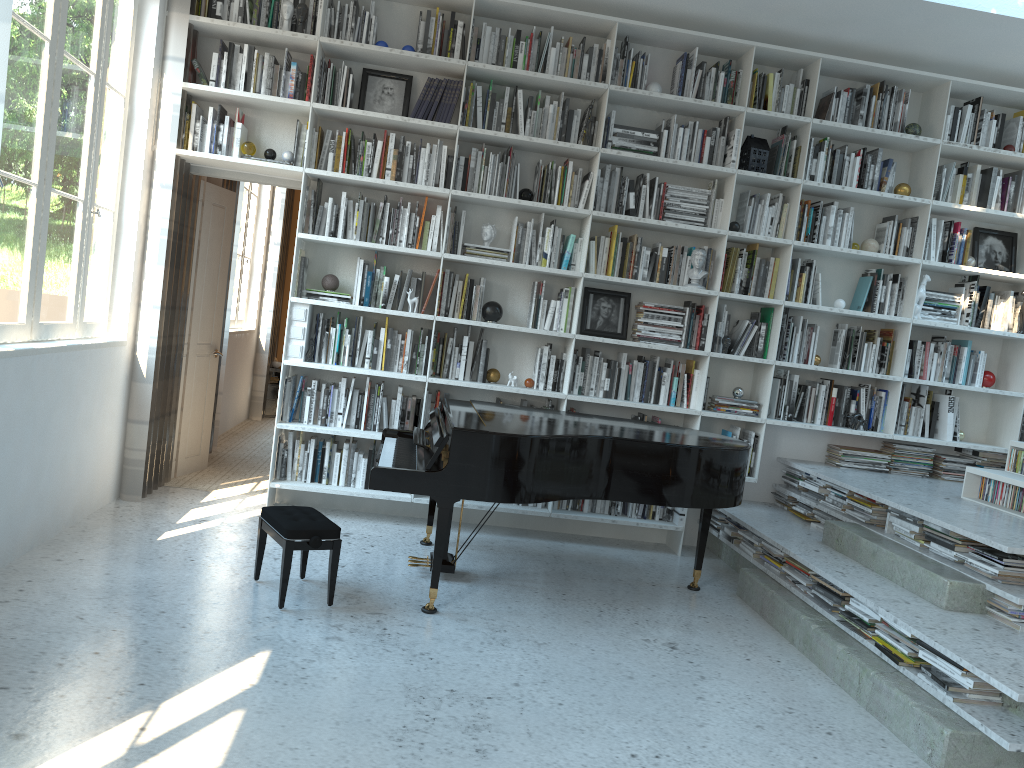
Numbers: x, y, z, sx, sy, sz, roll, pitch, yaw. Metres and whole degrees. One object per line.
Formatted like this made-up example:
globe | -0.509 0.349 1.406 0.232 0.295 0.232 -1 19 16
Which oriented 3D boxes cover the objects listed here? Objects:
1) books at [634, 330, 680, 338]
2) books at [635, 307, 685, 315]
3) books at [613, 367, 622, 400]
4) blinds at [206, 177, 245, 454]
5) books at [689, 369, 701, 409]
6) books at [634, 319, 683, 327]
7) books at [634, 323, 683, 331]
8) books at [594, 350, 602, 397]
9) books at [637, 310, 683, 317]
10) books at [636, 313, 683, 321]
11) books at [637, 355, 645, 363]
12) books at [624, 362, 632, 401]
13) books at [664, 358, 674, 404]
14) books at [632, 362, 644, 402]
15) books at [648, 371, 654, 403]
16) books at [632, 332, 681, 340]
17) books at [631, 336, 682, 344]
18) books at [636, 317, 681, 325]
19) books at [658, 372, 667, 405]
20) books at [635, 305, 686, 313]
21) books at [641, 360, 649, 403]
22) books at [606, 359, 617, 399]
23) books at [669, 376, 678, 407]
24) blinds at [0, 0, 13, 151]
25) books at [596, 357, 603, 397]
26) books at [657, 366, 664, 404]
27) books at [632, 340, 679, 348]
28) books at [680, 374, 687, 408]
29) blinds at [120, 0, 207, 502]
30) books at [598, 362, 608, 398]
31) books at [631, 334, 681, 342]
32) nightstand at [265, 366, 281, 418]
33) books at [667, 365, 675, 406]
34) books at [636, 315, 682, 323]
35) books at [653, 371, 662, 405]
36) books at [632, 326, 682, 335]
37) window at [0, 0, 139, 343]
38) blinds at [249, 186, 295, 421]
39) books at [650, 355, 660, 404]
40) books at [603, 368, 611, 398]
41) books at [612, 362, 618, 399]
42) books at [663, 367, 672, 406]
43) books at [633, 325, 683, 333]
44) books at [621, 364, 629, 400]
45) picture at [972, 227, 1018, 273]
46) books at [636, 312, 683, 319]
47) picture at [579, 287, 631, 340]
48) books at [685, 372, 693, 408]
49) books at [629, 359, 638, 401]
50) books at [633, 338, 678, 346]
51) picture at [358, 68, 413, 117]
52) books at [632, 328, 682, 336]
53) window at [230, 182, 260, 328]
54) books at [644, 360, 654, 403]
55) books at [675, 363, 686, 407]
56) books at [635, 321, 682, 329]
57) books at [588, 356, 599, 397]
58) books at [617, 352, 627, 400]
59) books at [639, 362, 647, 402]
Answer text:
books | 0.906 -0.312 5.560 0.254 0.012 0.160 7 4 -12
books | 0.924 -0.456 5.555 0.285 0.012 0.159 7 4 -5
books | 0.644 -0.008 5.548 0.023 0.196 0.165 7 4 -7
blinds | -2.148 -1.050 6.488 0.140 3.234 0.775 7 4 -7
books | 1.134 0.028 5.600 0.033 0.246 0.176 7 4 -7
books | 0.916 -0.383 5.554 0.285 0.012 0.159 7 4 -2
books | 0.912 -0.359 5.555 0.285 0.012 0.159 7 4 -2
books | 0.518 -0.067 5.533 0.013 0.282 0.166 7 4 -7
books | 0.923 -0.443 5.552 0.254 0.012 0.160 7 4 -11
books | 0.920 -0.419 5.554 0.254 0.012 0.160 7 4 -11
books | 0.795 -0.036 5.589 0.014 0.286 0.134 7 4 -7
books | 0.721 -0.019 5.570 0.031 0.237 0.158 7 4 -7
books | 0.975 -0.016 5.599 0.014 0.294 0.137 7 4 -7
books | 0.776 -0.016 5.564 0.026 0.245 0.191 7 4 -7
books | 0.856 0.014 5.591 0.021 0.203 0.128 7 4 -7
books | 0.905 -0.300 5.560 0.285 0.012 0.159 7 4 -2
books | 0.902 -0.277 5.562 0.285 0.012 0.159 7 4 -12
books | 0.917 -0.395 5.558 0.254 0.012 0.160 7 4 -4
books | 0.930 0.024 5.585 0.023 0.204 0.167 7 4 -7
books | 0.927 -0.467 5.547 0.285 0.012 0.159 7 4 -12
books | 0.818 -0.019 5.576 0.010 0.261 0.181 7 4 -7
books | 0.608 -0.033 5.544 0.029 0.238 0.165 7 4 -7
books | 1.002 0.044 5.590 0.023 0.183 0.169 7 4 -7
blinds | -1.722 -0.749 2.556 0.140 3.234 0.775 7 4 -7
books | 0.530 -0.047 5.554 0.021 0.244 0.141 7 4 -7
books | 0.912 0.005 5.594 0.014 0.235 0.154 7 4 -7
books | 0.898 -0.253 5.566 0.254 0.012 0.160 7 4 -11
books | 1.072 0.037 5.598 0.042 0.212 0.169 7 4 -7
blinds | -2.021 -0.961 5.321 0.140 3.234 0.775 7 4 -7
books | 0.553 -0.029 5.536 0.023 0.217 0.174 7 4 -7
books | 0.902 -0.289 5.570 0.285 0.012 0.159 7 4 -8
nightstand | -2.656 0.063 9.475 0.650 0.518 0.430 7 4 -4
books | 0.986 0.003 5.609 0.014 0.256 0.145 7 4 -7
books | 0.918 -0.407 5.557 0.254 0.012 0.160 7 4 -10
books | 0.892 0.017 5.582 0.024 0.207 0.183 7 4 -7
books | 0.908 -0.336 5.567 0.285 0.012 0.159 7 4 -6
window | -1.995 -1.164 3.851 0.073 2.011 1.981 7 4 -7
blinds | -2.447 -1.262 9.254 0.140 3.234 0.775 7 4 -7
books | 0.880 -0.029 5.579 0.012 0.297 0.177 7 4 -7
books | 0.577 -0.009 5.536 0.029 0.184 0.174 7 4 -7
books | 0.627 -0.027 5.557 0.013 0.230 0.138 7 4 -7
books | 0.954 0.011 5.587 0.023 0.235 0.174 7 4 -7
books | 0.910 -0.348 5.563 0.285 0.012 0.159 7 4 -5
books | 0.693 -0.015 5.575 0.025 0.221 0.140 7 4 -7
picture | 3.162 -0.861 5.812 0.300 0.300 0.077 7 4 -7
books | 0.921 -0.431 5.555 0.254 0.012 0.160 7 4 -10
picture | 0.587 -0.442 5.571 0.300 0.300 0.077 7 4 -7
books | 1.099 0.039 5.602 0.011 0.216 0.166 7 4 -7
books | 0.748 -0.026 5.588 0.025 0.255 0.136 7 4 -7
books | 0.899 -0.265 5.570 0.254 0.012 0.160 7 4 -5
picture | -0.760 -1.722 5.311 0.300 0.300 0.077 7 4 -7
books | 0.907 -0.324 5.570 0.285 0.012 0.159 7 4 -7
window | -2.421 -1.464 7.781 0.073 2.011 1.981 7 4 -7
books | 0.838 -0.018 5.571 0.028 0.265 0.161 7 4 -7
books | 1.041 0.003 5.603 0.026 0.272 0.175 7 4 -7
books | 0.914 -0.371 5.555 0.254 0.012 0.160 7 4 -12
books | 0.496 -0.051 5.535 0.027 0.246 0.179 7 4 -7
books | 0.673 -0.053 5.560 0.026 0.292 0.151 7 4 -7
books | 0.806 -0.017 5.585 0.011 0.252 0.158 7 4 -7
